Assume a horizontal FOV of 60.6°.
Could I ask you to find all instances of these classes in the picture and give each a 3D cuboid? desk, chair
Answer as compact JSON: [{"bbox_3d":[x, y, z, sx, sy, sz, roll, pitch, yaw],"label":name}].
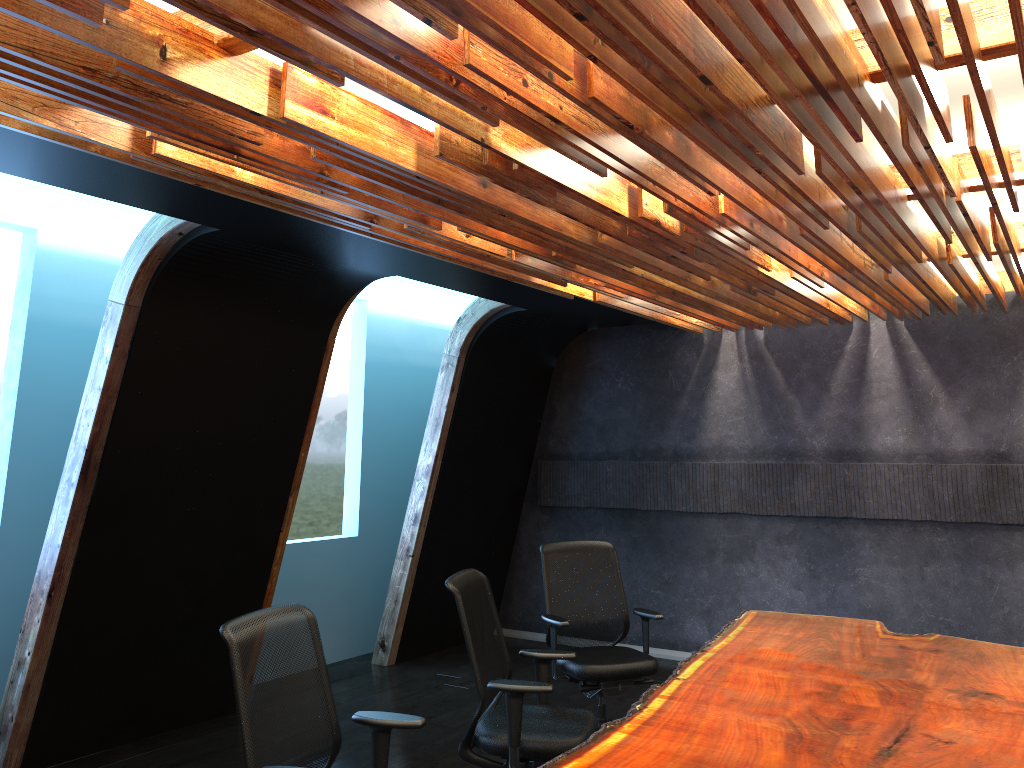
[{"bbox_3d":[0.607,1.616,2.418,2.023,0.833,6.579,-4,-6,33],"label":"desk"},{"bbox_3d":[-0.579,1.456,3.041,0.794,1.265,0.798,-3,-11,17],"label":"chair"},{"bbox_3d":[0.571,1.660,5.518,0.815,1.265,0.778,4,-11,-22],"label":"chair"},{"bbox_3d":[0.110,1.549,4.156,0.795,1.265,0.797,-2,-11,12],"label":"chair"}]

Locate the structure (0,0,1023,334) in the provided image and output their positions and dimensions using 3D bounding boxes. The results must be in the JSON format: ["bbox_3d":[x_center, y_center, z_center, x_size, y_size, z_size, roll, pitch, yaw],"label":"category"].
[{"bbox_3d":[0.497,0.340,2.192,4.497,3.053,11.332,-4,-7,33],"label":"structure"}]
